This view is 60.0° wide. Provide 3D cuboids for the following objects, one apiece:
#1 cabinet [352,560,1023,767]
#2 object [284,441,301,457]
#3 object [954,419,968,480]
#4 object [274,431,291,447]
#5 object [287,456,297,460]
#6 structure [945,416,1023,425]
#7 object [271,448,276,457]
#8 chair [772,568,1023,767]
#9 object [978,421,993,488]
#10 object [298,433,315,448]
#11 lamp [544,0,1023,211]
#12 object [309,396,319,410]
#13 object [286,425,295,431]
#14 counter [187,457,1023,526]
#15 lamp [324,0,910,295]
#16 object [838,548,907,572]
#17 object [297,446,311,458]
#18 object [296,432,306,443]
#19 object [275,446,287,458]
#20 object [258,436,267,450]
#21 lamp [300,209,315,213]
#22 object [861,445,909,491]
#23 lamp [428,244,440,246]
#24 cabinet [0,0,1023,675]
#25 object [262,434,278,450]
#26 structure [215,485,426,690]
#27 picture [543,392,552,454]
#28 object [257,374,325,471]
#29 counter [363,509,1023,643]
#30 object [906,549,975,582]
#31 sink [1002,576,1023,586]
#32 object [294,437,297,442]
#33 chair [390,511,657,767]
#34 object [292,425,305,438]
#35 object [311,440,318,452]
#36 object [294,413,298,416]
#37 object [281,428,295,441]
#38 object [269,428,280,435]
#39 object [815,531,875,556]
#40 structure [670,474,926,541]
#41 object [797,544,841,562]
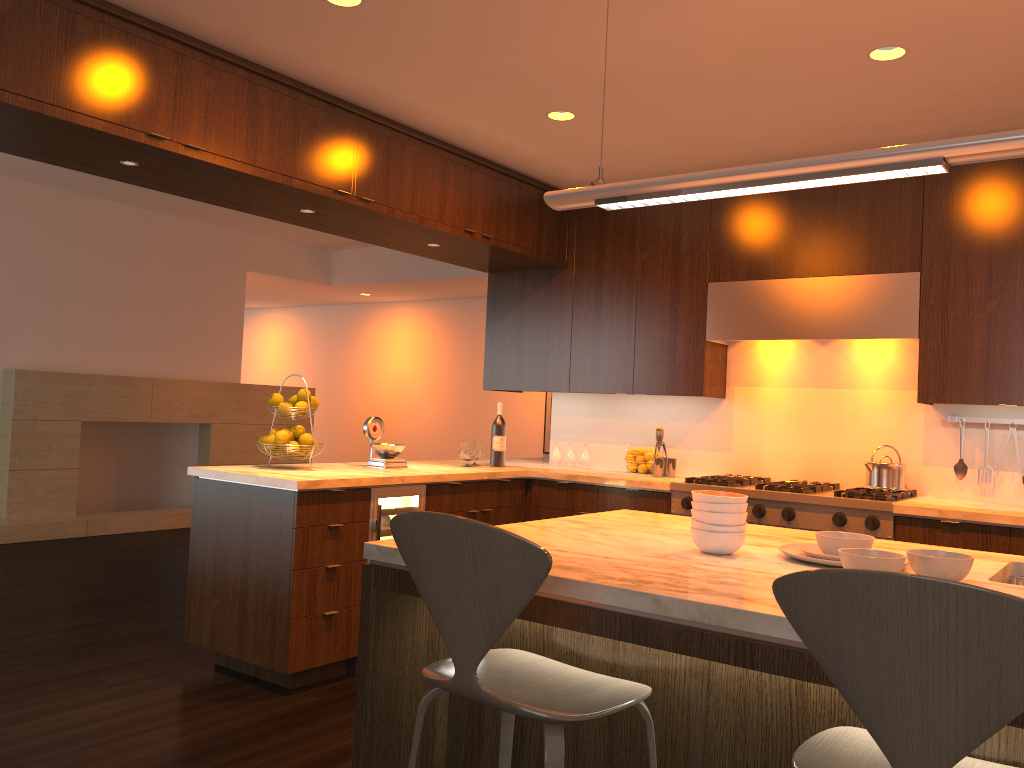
[{"bbox_3d":[1.092,0.915,1.823,2.713,0.876,1.281,1,-2,36],"label":"cabinet"},{"bbox_3d":[-1.051,0.309,4.238,0.078,0.076,0.078,2,-2,24],"label":"object"},{"bbox_3d":[2.178,0.318,4.297,0.061,0.296,0.020,1,-2,35],"label":"object"},{"bbox_3d":[-1.087,0.259,4.202,0.068,0.077,0.079,2,-2,12],"label":"object"},{"bbox_3d":[-1.080,0.339,4.342,0.062,0.062,0.062,3,-2,-10],"label":"object"},{"bbox_3d":[2.344,0.176,4.196,0.541,0.031,0.048,1,-2,40],"label":"structure"},{"bbox_3d":[-1.150,0.329,4.331,0.056,0.053,0.057,3,-2,-3],"label":"object"},{"bbox_3d":[0.671,0.798,1.407,0.520,1.047,0.506,1,-2,36],"label":"chair"},{"bbox_3d":[2.266,0.336,4.236,0.066,0.314,0.004,1,-2,36],"label":"object"},{"bbox_3d":[-0.985,0.272,4.256,0.077,0.074,0.078,4,-2,-38],"label":"object"},{"bbox_3d":[1.133,-0.856,1.864,2.465,0.765,0.120,1,-2,36],"label":"lamp"},{"bbox_3d":[-0.985,0.095,4.363,0.071,0.074,0.070,4,-2,-32],"label":"object"},{"bbox_3d":[-1.077,0.231,4.336,0.063,0.059,0.061,3,-2,-20],"label":"object"},{"bbox_3d":[0.881,0.524,4.356,3.616,0.038,3.187,1,-2,36],"label":"counter"},{"bbox_3d":[-3.173,-1.325,8.407,16.431,0.171,5.868,1,-2,36],"label":"lamp"},{"bbox_3d":[0.780,0.397,1.925,0.138,0.059,0.139,4,-2,-28],"label":"object"},{"bbox_3d":[-1.015,0.325,4.311,0.078,0.075,0.078,2,-2,15],"label":"object"},{"bbox_3d":[-1.025,0.269,4.351,0.070,0.072,0.071,3,-2,0],"label":"object"},{"bbox_3d":[-1.111,0.324,4.280,0.063,0.069,0.070,3,-2,-1],"label":"object"},{"bbox_3d":[-1.198,0.287,4.313,0.068,0.069,0.065,2,-2,13],"label":"object"},{"bbox_3d":[-0.956,-0.809,4.146,0.068,0.004,0.068,2,-2,17],"label":"lamp"},{"bbox_3d":[1.855,0.411,4.399,0.221,0.218,0.221,2,-2,21],"label":"object"},{"bbox_3d":[-0.429,-0.763,4.862,0.068,0.004,0.068,2,-2,17],"label":"lamp"},{"bbox_3d":[0.989,-0.121,2.854,5.521,2.997,7.728,1,-2,36],"label":"cabinet"},{"bbox_3d":[-1.155,0.278,4.243,0.077,0.077,0.077,4,-2,-42],"label":"object"},{"bbox_3d":[0.902,0.991,4.389,3.400,0.862,3.060,1,-2,36],"label":"structure"},{"bbox_3d":[0.540,0.191,9.936,0.398,1.200,0.012,1,-2,36],"label":"picture"},{"bbox_3d":[-1.075,0.183,4.337,0.324,0.461,0.324,3,-2,-5],"label":"object"},{"bbox_3d":[1.113,0.458,1.838,2.711,0.038,1.280,1,-2,36],"label":"counter"},{"bbox_3d":[0.946,0.405,1.963,0.138,0.059,0.139,4,-2,-28],"label":"object"},{"bbox_3d":[1.488,0.585,1.923,0.813,0.176,0.457,1,-2,36],"label":"sink"},{"bbox_3d":[-1.088,0.273,4.391,0.071,0.068,0.072,1,-2,44],"label":"object"},{"bbox_3d":[0.009,0.780,1.844,0.520,1.047,0.506,1,-2,41],"label":"chair"},{"bbox_3d":[-1.028,0.230,4.275,0.062,0.063,0.060,1,-2,44],"label":"object"},{"bbox_3d":[-0.999,0.306,4.402,0.073,0.072,0.071,3,-2,-10],"label":"object"},{"bbox_3d":[-1.041,0.129,4.378,0.071,0.072,0.071,3,-2,-22],"label":"object"},{"bbox_3d":[-1.084,0.252,4.271,0.077,0.075,0.077,2,-2,10],"label":"object"},{"bbox_3d":[-1.148,0.251,4.312,0.067,0.071,0.069,3,-2,-18],"label":"object"},{"bbox_3d":[0.814,0.400,2.174,0.138,0.059,0.139,4,-2,-28],"label":"object"},{"bbox_3d":[1.464,0.523,4.506,1.067,0.422,0.824,1,-2,36],"label":"structure"},{"bbox_3d":[0.813,0.421,2.173,0.216,0.025,0.217,4,-2,-36],"label":"object"}]
